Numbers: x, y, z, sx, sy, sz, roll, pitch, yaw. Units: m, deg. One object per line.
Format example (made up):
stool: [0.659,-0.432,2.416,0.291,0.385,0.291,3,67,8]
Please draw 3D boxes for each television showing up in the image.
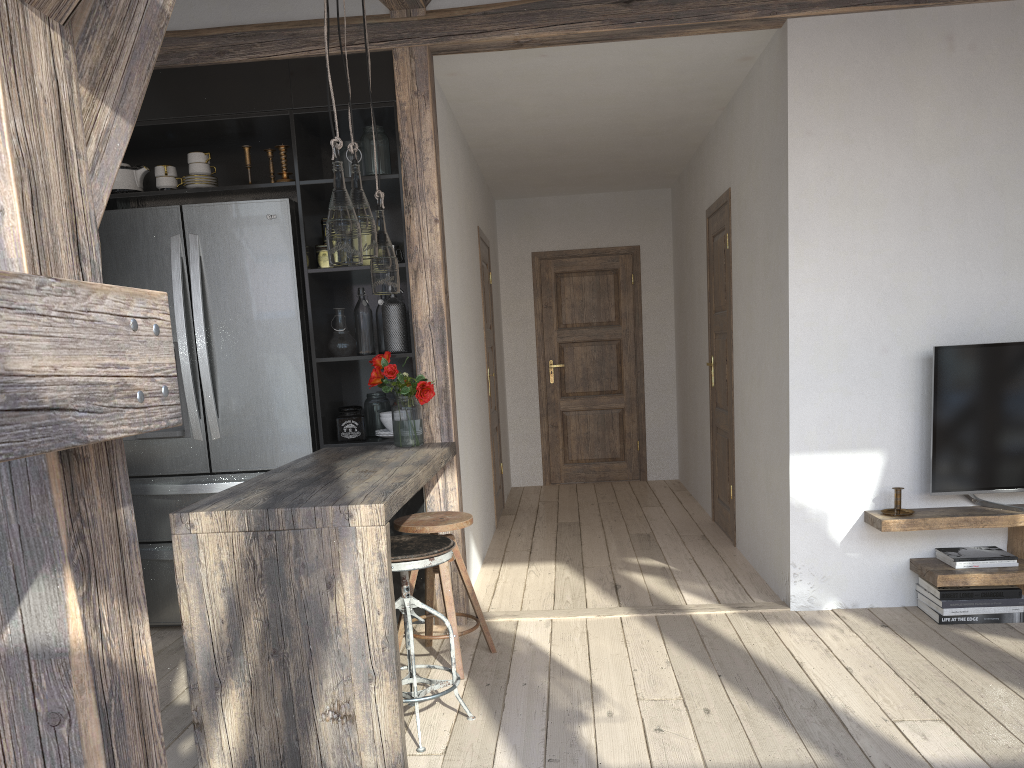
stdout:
television: [2.321,0.168,3.684,1.103,0.718,0.203,-3,9,4]

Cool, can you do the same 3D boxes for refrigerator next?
refrigerator: [-1.357,0.172,4.327,0.944,1.954,0.836,-3,8,4]

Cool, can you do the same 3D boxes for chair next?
chair: [-0.295,0.833,3.538,0.341,0.605,0.335,0,8,24]
chair: [-0.343,0.840,2.930,0.353,0.647,0.349,3,10,37]

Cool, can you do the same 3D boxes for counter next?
counter: [-1.456,0.826,2.224,2.242,0.865,3.762,-3,3,4]

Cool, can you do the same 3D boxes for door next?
door: [0.696,-0.136,7.807,0.941,2.106,0.080,-3,9,4]
door: [-0.145,-0.034,6.442,0.082,2.106,0.826,-3,8,4]
door: [1.304,-0.079,5.497,0.082,2.106,0.826,-3,8,4]

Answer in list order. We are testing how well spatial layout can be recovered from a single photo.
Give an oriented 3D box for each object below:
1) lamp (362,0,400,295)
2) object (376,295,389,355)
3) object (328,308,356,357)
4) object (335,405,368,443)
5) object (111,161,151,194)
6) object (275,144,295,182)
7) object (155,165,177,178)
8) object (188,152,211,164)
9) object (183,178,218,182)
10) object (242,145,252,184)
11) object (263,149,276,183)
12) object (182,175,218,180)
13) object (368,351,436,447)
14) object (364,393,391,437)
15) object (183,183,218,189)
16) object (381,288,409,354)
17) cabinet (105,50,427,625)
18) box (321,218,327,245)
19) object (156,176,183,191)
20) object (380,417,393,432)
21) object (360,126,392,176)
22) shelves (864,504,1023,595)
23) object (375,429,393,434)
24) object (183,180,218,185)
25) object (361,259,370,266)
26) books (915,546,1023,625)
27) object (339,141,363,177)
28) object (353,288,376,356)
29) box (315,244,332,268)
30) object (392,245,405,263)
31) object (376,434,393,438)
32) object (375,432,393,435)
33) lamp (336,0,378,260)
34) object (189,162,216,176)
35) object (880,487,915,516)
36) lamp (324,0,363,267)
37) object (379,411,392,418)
lamp: [-0.456,-1.017,3.220,0.226,1.365,0.107,-2,9,6]
object: [-0.588,-0.290,4.088,0.085,0.307,0.085,-10,11,-39]
object: [-0.790,-0.237,4.075,0.132,0.224,0.130,-1,8,15]
object: [-0.745,0.181,4.081,0.134,0.167,0.132,-4,7,-6]
object: [-1.748,-0.923,3.957,0.207,0.177,0.184,2,8,44]
object: [-0.993,-0.961,3.834,0.095,0.175,0.095,-6,8,-22]
object: [-1.528,-0.926,3.897,0.106,0.068,0.093,-1,5,32]
object: [-1.374,-0.979,3.878,0.106,0.068,0.093,-4,5,-10]
object: [-1.377,-0.890,3.893,0.147,0.026,0.148,-6,3,-44]
object: [-1.150,-0.950,3.844,0.059,0.170,0.058,-5,9,-11]
object: [-1.068,-0.960,3.909,0.062,0.175,0.061,2,10,32]
object: [-1.378,-0.901,3.891,0.147,0.026,0.148,-6,3,-44]
object: [-0.465,0.064,3.810,0.311,0.422,0.248,2,9,36]
object: [-0.648,0.148,4.249,0.124,0.210,0.123,-4,8,-10]
object: [-1.376,-0.866,3.897,0.149,0.023,0.147,-2,3,30]
object: [-0.529,-0.312,3.949,0.108,0.356,0.107,3,10,33]
cabinet: [-1.561,-0.009,2.295,2.093,2.545,4.157,-3,4,4]
box: [-0.811,-0.683,3.948,0.082,0.115,0.082,-5,7,-16]
object: [-1.526,-0.880,3.911,0.105,0.068,0.093,-6,6,-34]
object: [-0.533,0.191,4.111,0.162,0.086,0.160,-2,4,17]
object: [-0.590,-1.000,3.814,0.125,0.210,0.123,-2,8,8]
shelves: [2.361,0.750,3.733,1.603,0.459,0.325,-3,7,4]
object: [-0.531,0.224,4.116,0.213,0.025,0.213,-5,3,-33]
object: [-1.377,-0.878,3.895,0.147,0.026,0.148,-6,3,-44]
object: [-0.633,-0.609,3.969,0.149,0.173,0.134,-4,7,-10]
books: [1.968,0.862,3.776,0.360,0.269,0.286,-3,6,4]
object: [-0.707,-0.981,3.913,0.125,0.175,0.124,3,9,43]
object: [-0.671,-0.281,3.980,0.086,0.307,0.084,-4,9,-4]
box: [-0.838,-0.569,3.981,0.083,0.115,0.081,-3,7,4]
object: [-0.519,-0.576,3.909,0.093,0.097,0.073,-3,7,4]
object: [-0.530,0.240,4.119,0.213,0.025,0.213,-5,3,-38]
object: [-0.530,0.232,4.117,0.213,0.025,0.213,-5,3,-28]
lamp: [-0.485,-1.055,2.905,0.240,1.259,0.106,-1,9,15]
object: [-1.375,-0.934,3.889,0.094,0.068,0.104,-2,5,14]
object: [1.657,0.503,3.779,0.139,0.114,0.138,-4,5,-14]
lamp: [-0.493,-1.018,2.623,0.225,1.310,0.106,-2,9,6]
object: [-0.534,0.173,4.108,0.162,0.086,0.160,-2,4,17]
